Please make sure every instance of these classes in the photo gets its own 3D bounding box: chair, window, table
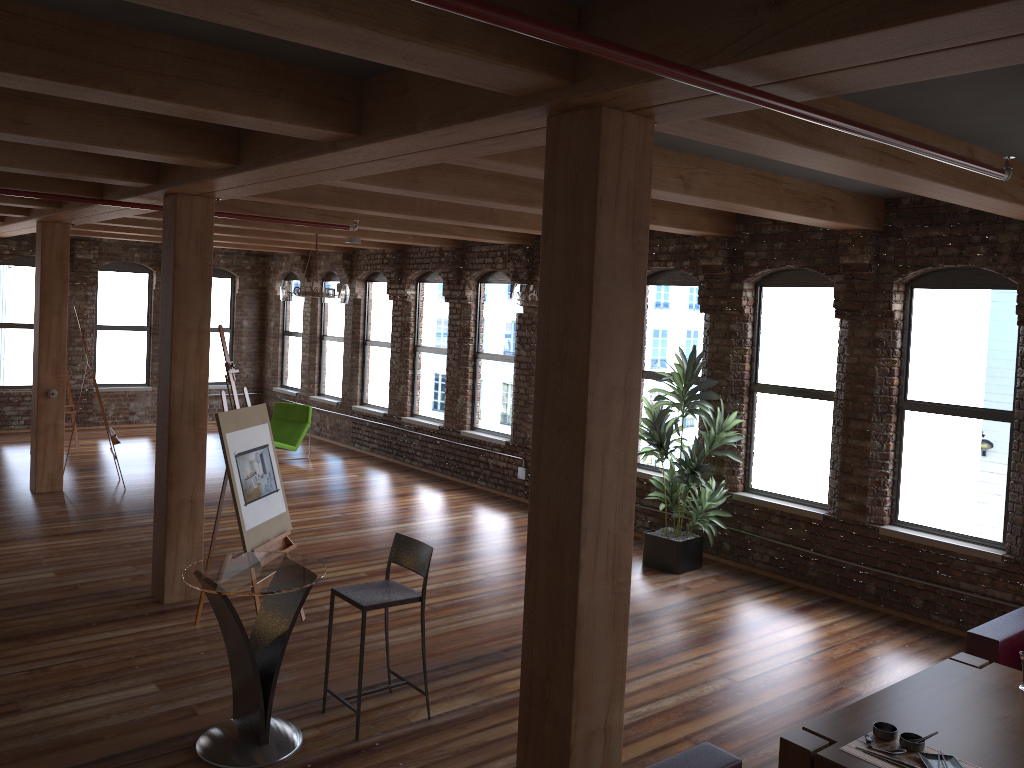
[{"bbox_3d":[-3.460,0.708,12.746,0.681,0.795,0.957,4,4,25],"label":"chair"},{"bbox_3d":[-5.541,-1.019,16.200,0.968,2.214,0.219,0,3,-40],"label":"window"},{"bbox_3d":[0.799,1.829,2.997,0.865,0.591,1.073,-1,5,-39],"label":"chair"},{"bbox_3d":[-6.689,-0.992,15.255,0.968,2.214,0.219,0,3,-40],"label":"window"},{"bbox_3d":[-7.824,-0.961,14.319,0.968,2.223,0.221,0,3,-40],"label":"window"},{"bbox_3d":[2.103,1.825,4.047,1.750,0.549,0.902,-1,6,-39],"label":"table"},{"bbox_3d":[-3.984,-0.936,16.050,0.232,2.211,0.970,1,3,-39],"label":"window"},{"bbox_3d":[3.474,0.178,6.982,0.235,2.211,0.970,1,3,-39],"label":"window"},{"bbox_3d":[-0.753,1.395,5.018,0.466,0.980,0.431,0,3,-40],"label":"chair"},{"bbox_3d":[-0.246,-0.378,11.507,0.236,2.211,0.970,1,3,-39],"label":"window"},{"bbox_3d":[-1.356,1.435,4.639,0.721,0.922,0.723,2,3,-15],"label":"table"},{"bbox_3d":[-1.178,-0.517,12.637,0.230,2.211,0.970,1,3,-39],"label":"window"},{"bbox_3d":[3.296,1.773,5.022,0.865,0.591,1.073,-1,5,-39],"label":"chair"},{"bbox_3d":[1.615,-0.100,9.244,0.235,2.211,0.970,1,3,-39],"label":"window"},{"bbox_3d":[-2.105,-0.656,13.766,0.233,2.211,0.970,1,3,-39],"label":"window"},{"bbox_3d":[2.545,0.039,8.112,0.235,2.211,0.970,1,3,-39],"label":"window"},{"bbox_3d":[-3.037,-0.794,14.898,0.231,2.211,0.970,1,3,-39],"label":"window"}]

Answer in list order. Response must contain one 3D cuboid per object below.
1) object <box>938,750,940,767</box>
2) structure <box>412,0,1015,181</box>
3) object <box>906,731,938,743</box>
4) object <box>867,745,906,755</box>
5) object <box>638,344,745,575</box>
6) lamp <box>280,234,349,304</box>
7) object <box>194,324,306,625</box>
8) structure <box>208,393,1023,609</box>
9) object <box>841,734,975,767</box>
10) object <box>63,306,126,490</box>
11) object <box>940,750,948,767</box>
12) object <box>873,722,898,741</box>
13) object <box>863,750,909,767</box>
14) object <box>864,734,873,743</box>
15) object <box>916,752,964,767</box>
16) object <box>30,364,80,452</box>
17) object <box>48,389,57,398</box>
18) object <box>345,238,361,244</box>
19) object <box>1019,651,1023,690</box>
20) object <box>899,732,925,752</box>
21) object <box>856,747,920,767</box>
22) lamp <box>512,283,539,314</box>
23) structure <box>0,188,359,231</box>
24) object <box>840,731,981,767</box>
[{"bbox_3d":[1.736,1.546,3.598,0.007,0.008,0.270,4,5,24],"label":"object"},{"bbox_3d":[-0.399,-0.897,1.798,6.808,0.111,0.051,-1,5,-39],"label":"structure"},{"bbox_3d":[1.736,1.504,3.769,0.137,0.079,0.045,4,3,16],"label":"object"},{"bbox_3d":[1.576,1.534,3.725,0.153,0.030,0.045,6,5,35],"label":"object"},{"bbox_3d":[1.581,0.664,8.326,0.966,2.100,1.083,1,3,-26],"label":"object"},{"bbox_3d":[-2.342,-1.382,10.575,0.809,0.813,0.811,2,4,-4],"label":"lamp"},{"bbox_3d":[-1.857,0.663,6.212,0.685,2.137,0.703,3,3,10],"label":"object"},{"bbox_3d":[-0.542,0.902,11.617,13.737,0.312,1.634,7,7,44],"label":"structure"},{"bbox_3d":[1.665,1.559,3.671,0.332,0.003,0.472,-1,6,-39],"label":"object"},{"bbox_3d":[-4.965,0.153,10.531,0.684,2.137,0.663,1,3,-30],"label":"object"},{"bbox_3d":[1.765,1.548,3.597,0.007,0.008,0.271,4,5,16],"label":"object"},{"bbox_3d":[1.629,1.518,3.867,0.098,0.043,0.099,2,5,-14],"label":"object"},{"bbox_3d":[1.569,1.554,3.631,0.007,0.008,0.271,-1,6,-44],"label":"object"},{"bbox_3d":[1.533,1.530,3.808,0.018,0.021,0.059,3,5,2],"label":"object"},{"bbox_3d":[1.757,1.560,3.596,0.154,0.018,0.213,3,5,6],"label":"object"},{"bbox_3d":[-6.682,-0.120,12.807,0.662,2.137,0.686,0,3,-45],"label":"object"},{"bbox_3d":[-5.220,0.111,10.069,0.095,0.095,0.061,0,4,-39],"label":"object"},{"bbox_3d":[-1.956,-1.773,10.913,0.145,0.072,0.148,-1,6,-39],"label":"object"},{"bbox_3d":[2.600,1.422,4.455,0.095,0.232,0.076,2,2,-7],"label":"object"},{"bbox_3d":[1.706,1.529,3.778,0.099,0.043,0.099,3,4,-2],"label":"object"},{"bbox_3d":[1.560,1.550,3.671,0.271,0.008,0.007,7,5,40],"label":"object"},{"bbox_3d":[0.415,-0.971,7.222,0.809,0.813,0.811,3,4,3],"label":"lamp"},{"bbox_3d":[-4.090,-1.449,6.286,6.808,0.111,0.051,-1,5,-39],"label":"structure"},{"bbox_3d":[1.666,1.559,3.672,0.352,0.001,0.470,-1,6,-39],"label":"object"}]
